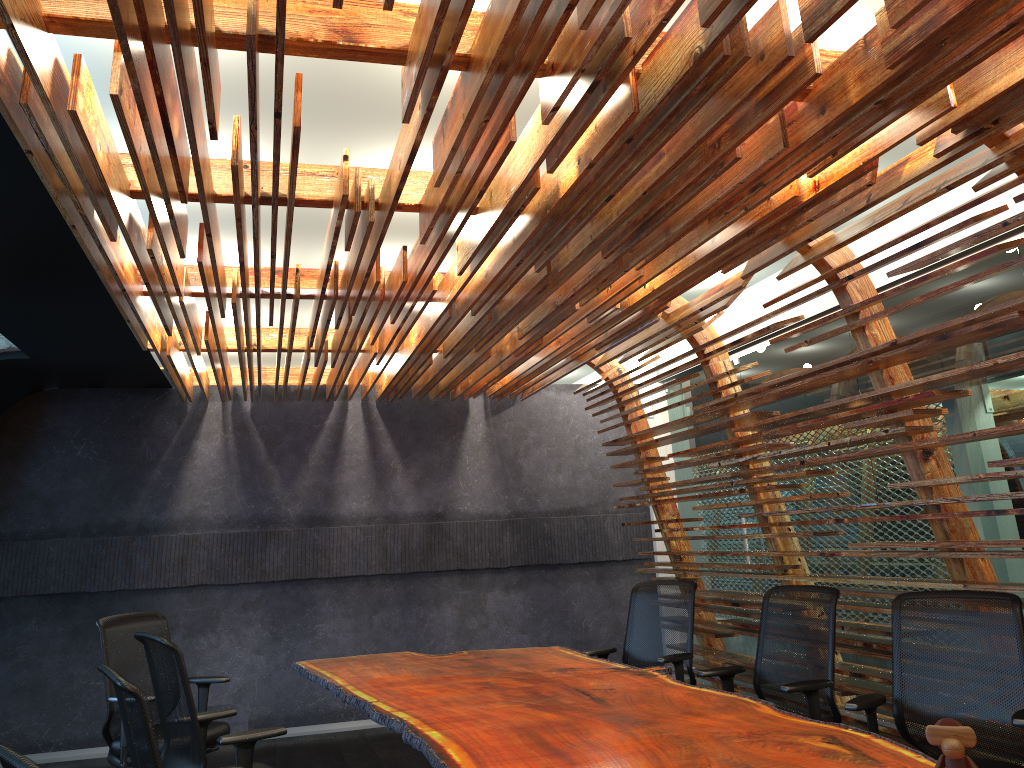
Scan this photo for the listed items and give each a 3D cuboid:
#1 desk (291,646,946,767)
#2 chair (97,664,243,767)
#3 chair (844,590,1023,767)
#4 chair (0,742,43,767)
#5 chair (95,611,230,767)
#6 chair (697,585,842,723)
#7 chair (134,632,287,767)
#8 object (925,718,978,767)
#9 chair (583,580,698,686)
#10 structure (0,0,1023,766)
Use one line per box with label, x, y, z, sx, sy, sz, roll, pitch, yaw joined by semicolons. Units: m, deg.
desk;0.327;1.742;3.192;2.034;0.843;6.459;0;-11;-16
chair;-0.918;1.522;2.778;0.790;1.279;0.792;6;-18;-30
chair;1.790;1.519;3.556;0.783;1.279;0.799;12;-21;-43
chair;-0.604;1.310;1.669;0.786;1.279;0.797;10;-20;-39
chair;-2.027;2.007;5.195;0.791;1.279;0.791;-8;-16;18
chair;1.308;1.713;4.507;0.793;1.279;0.790;4;-17;-24
chair;-1.302;1.756;3.989;0.788;1.279;0.795;8;-19;-35
object;1.113;0.974;2.193;0.304;0.253;0.125;-9;-17;26
chair;0.812;1.936;5.629;0.786;1.279;0.797;10;-20;-39
structure;0.571;0.435;3.167;4.524;3.088;11.126;1;-11;-16
